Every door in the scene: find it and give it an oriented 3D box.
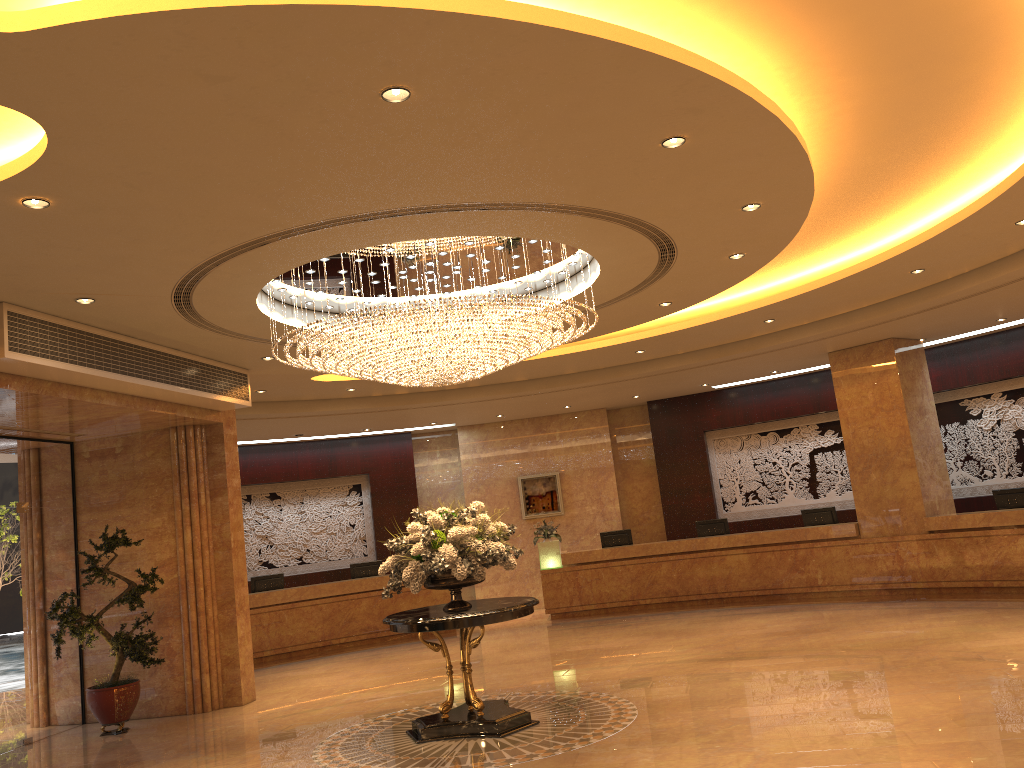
[{"bbox_3d":[-5.879,2.662,9.564,0.195,2.758,1.880,-9,-9,12],"label":"door"}]

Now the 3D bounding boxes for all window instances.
[{"bbox_3d":[-5.923,2.292,9.621,0.047,3.571,3.515,-9,-9,12],"label":"window"}]

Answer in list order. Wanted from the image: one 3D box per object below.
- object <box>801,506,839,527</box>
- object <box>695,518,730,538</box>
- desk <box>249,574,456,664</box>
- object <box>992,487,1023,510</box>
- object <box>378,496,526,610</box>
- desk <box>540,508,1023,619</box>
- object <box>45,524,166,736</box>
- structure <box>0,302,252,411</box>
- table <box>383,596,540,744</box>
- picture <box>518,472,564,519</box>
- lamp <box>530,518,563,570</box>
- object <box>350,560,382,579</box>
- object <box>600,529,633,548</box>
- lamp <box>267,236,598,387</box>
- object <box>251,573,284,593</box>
[{"bbox_3d":[5.318,2.386,15.286,0.430,0.500,0.531,-4,-9,-16],"label":"object"},{"bbox_3d":[3.687,2.733,16.237,0.430,0.500,0.531,-2,-10,-27],"label":"object"},{"bbox_3d":[-3.391,4.191,16.012,5.227,1.155,1.570,-3,-10,-24],"label":"desk"},{"bbox_3d":[7.394,1.779,13.020,0.430,0.500,0.531,-8,-9,8],"label":"object"},{"bbox_3d":[-0.555,1.642,8.539,1.277,0.999,1.318,-15,-12,42],"label":"object"},{"bbox_3d":[5.630,2.692,13.443,3.466,1.155,12.951,1,-12,-43],"label":"desk"},{"bbox_3d":[-4.642,2.821,10.238,1.250,2.363,0.843,-6,-9,-8],"label":"object"},{"bbox_3d":[-4.036,-0.171,9.505,0.425,0.483,4.113,-9,-9,12],"label":"structure"},{"bbox_3d":[-0.419,2.658,8.345,1.493,1.089,1.493,-8,-9,5],"label":"table"},{"bbox_3d":[0.604,2.344,18.631,0.875,0.890,0.068,-7,-9,3],"label":"picture"},{"bbox_3d":[0.688,2.992,16.642,0.577,0.925,0.542,-9,-9,14],"label":"lamp"},{"bbox_3d":[-2.864,3.588,16.521,0.918,0.500,0.397,-6,-9,-6],"label":"object"},{"bbox_3d":[1.990,3.028,16.802,0.430,0.500,0.531,1,-12,-41],"label":"object"},{"bbox_3d":[-0.756,-0.576,8.842,3.204,1.196,3.206,1,-12,-41],"label":"lamp"},{"bbox_3d":[-4.369,3.670,15.868,0.531,0.500,0.430,-8,-9,4],"label":"object"}]
